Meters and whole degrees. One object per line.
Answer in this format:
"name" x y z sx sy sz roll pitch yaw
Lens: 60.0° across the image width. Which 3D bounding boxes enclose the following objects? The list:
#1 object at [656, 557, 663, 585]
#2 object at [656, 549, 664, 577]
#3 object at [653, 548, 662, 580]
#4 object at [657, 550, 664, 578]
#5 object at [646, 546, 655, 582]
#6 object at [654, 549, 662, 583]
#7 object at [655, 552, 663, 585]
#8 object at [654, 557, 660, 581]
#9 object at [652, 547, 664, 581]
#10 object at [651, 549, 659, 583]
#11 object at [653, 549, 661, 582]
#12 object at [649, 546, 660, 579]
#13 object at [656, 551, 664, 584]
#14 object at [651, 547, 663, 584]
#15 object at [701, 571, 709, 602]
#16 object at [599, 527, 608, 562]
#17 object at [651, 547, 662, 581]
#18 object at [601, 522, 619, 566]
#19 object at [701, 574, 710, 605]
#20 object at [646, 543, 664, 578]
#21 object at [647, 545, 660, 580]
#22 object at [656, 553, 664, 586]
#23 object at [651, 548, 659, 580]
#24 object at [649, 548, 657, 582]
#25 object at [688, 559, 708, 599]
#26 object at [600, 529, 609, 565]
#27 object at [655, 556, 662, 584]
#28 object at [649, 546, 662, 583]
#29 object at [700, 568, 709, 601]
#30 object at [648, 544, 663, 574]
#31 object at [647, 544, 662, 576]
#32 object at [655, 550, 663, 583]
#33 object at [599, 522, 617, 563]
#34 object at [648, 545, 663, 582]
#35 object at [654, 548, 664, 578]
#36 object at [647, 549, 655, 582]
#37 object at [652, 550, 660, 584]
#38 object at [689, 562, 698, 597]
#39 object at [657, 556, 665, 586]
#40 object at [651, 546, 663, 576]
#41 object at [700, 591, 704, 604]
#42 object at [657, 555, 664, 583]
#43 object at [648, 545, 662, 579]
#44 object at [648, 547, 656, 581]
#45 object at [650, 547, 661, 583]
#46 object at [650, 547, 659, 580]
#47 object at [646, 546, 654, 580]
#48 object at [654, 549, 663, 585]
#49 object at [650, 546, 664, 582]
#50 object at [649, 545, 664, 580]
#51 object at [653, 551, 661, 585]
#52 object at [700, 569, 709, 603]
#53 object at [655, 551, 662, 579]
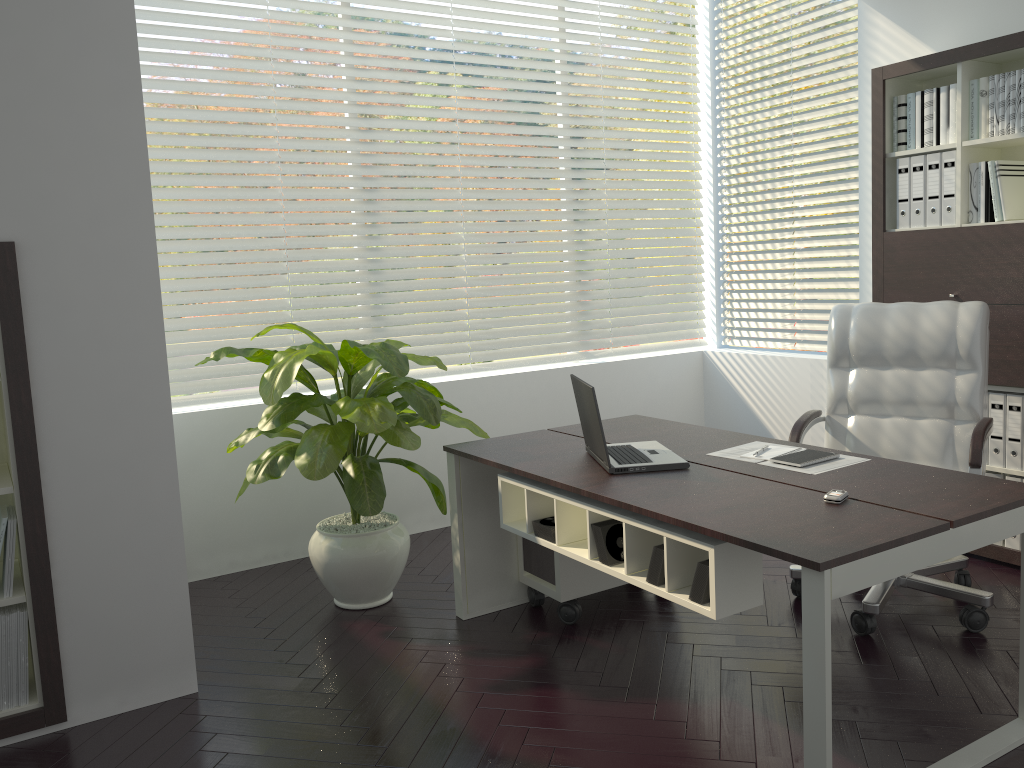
"object" 0.473 0.510 2.524 0.133 0.113 0.039 -7 8 -31
"object" 0.469 0.509 2.530 0.133 0.113 0.039 -7 8 -31
"object" 0.464 0.508 2.538 0.133 0.113 0.039 -7 8 -31
"object" 0.472 0.510 2.526 0.133 0.113 0.039 -7 8 -31
"object" 0.450 0.506 2.561 0.133 0.113 0.040 -7 8 -31
"object" 0.467 0.509 2.534 0.133 0.113 0.040 -7 8 -31
"object" 0.471 0.510 2.528 0.133 0.113 0.040 -7 8 -31
"object" 0.467 0.509 2.534 0.133 0.113 0.039 -7 8 -31
"object" 0.462 0.508 2.542 0.133 0.113 0.040 -7 8 -31
"object" 0.461 0.508 2.544 0.133 0.113 0.040 -7 8 -31
"object" 0.464 0.509 2.538 0.133 0.113 0.040 -7 8 -31
"object" 0.455 0.507 2.553 0.133 0.113 0.040 -7 8 -31
"object" 0.472 0.510 2.526 0.133 0.113 0.040 -7 8 -31
"object" 0.462 0.508 2.542 0.133 0.113 0.039 -7 8 -31
"object" 0.566 0.525 2.373 0.133 0.113 0.040 -7 8 -31
"object" 0.337 0.488 2.744 0.133 0.113 0.040 -7 8 -31
"object" 0.461 0.508 2.544 0.133 0.113 0.039 -7 8 -31
"object" 0.338 0.488 2.743 0.133 0.113 0.039 -7 8 -31
"object" 0.567 0.525 2.371 0.133 0.113 0.040 -7 8 -31
"object" 0.449 0.506 2.563 0.133 0.113 0.039 -7 8 -31
"object" 0.451 0.507 2.559 0.133 0.113 0.040 -7 8 -31
"object" 0.473 0.510 2.524 0.133 0.113 0.040 -7 8 -31
"object" 0.460 0.508 2.546 0.133 0.113 0.040 -7 8 -31
"object" 0.456 0.507 2.551 0.133 0.113 0.040 -7 8 -31
"object" 0.542 0.521 2.413 0.133 0.113 0.039 -7 8 -31
"object" 0.339 0.489 2.742 0.133 0.113 0.040 -7 8 -31
"object" 0.470 0.509 2.528 0.133 0.113 0.039 -7 8 -31
"object" 0.457 0.507 2.550 0.133 0.113 0.039 -7 8 -31
"object" 0.564 0.524 2.376 0.133 0.113 0.039 -7 8 -31
"object" 0.451 0.506 2.559 0.133 0.113 0.039 -7 8 -31
"object" 0.450 0.506 2.561 0.133 0.113 0.039 -7 8 -31
"object" 0.469 0.509 2.530 0.133 0.113 0.040 -7 8 -31
"object" 0.336 0.488 2.745 0.133 0.113 0.039 -7 8 -31
"object" 0.455 0.507 2.554 0.133 0.113 0.039 -7 8 -31
"object" 0.466 0.509 2.536 0.133 0.113 0.039 -7 8 -31
"object" 0.452 0.507 2.557 0.133 0.113 0.040 -7 8 -31
"object" 0.463 0.509 2.540 0.133 0.113 0.040 -7 8 -31
"object" 0.542 0.521 2.412 0.133 0.113 0.040 -7 8 -31
"object" 0.474 0.510 2.522 0.133 0.113 0.040 -7 8 -31
"object" 0.458 0.507 2.548 0.133 0.113 0.039 -7 8 -31
"object" 0.566 0.525 2.374 0.133 0.113 0.039 -7 8 -31
"object" 0.474 0.510 2.522 0.133 0.113 0.039 -7 8 -31
"object" 0.453 0.507 2.556 0.133 0.113 0.039 -7 8 -31
"object" 0.454 0.507 2.555 0.133 0.113 0.040 -7 8 -31
"object" 0.459 0.508 2.546 0.133 0.113 0.039 -7 8 -31
"object" 0.457 0.508 2.549 0.133 0.113 0.040 -7 8 -31
"object" 0.449 0.506 2.563 0.133 0.113 0.040 -7 8 -31
"object" 0.468 0.509 2.532 0.133 0.113 0.040 -7 8 -31
"object" 0.458 0.508 2.547 0.133 0.113 0.040 -7 8 -31
"object" 0.456 0.507 2.552 0.133 0.113 0.039 -7 8 -31
"object" 0.466 0.509 2.536 0.133 0.113 0.040 -7 8 -31
"object" 0.565 0.525 2.375 0.133 0.113 0.040 -7 8 -31
"object" 0.468 0.509 2.532 0.133 0.113 0.039 -7 8 -31
